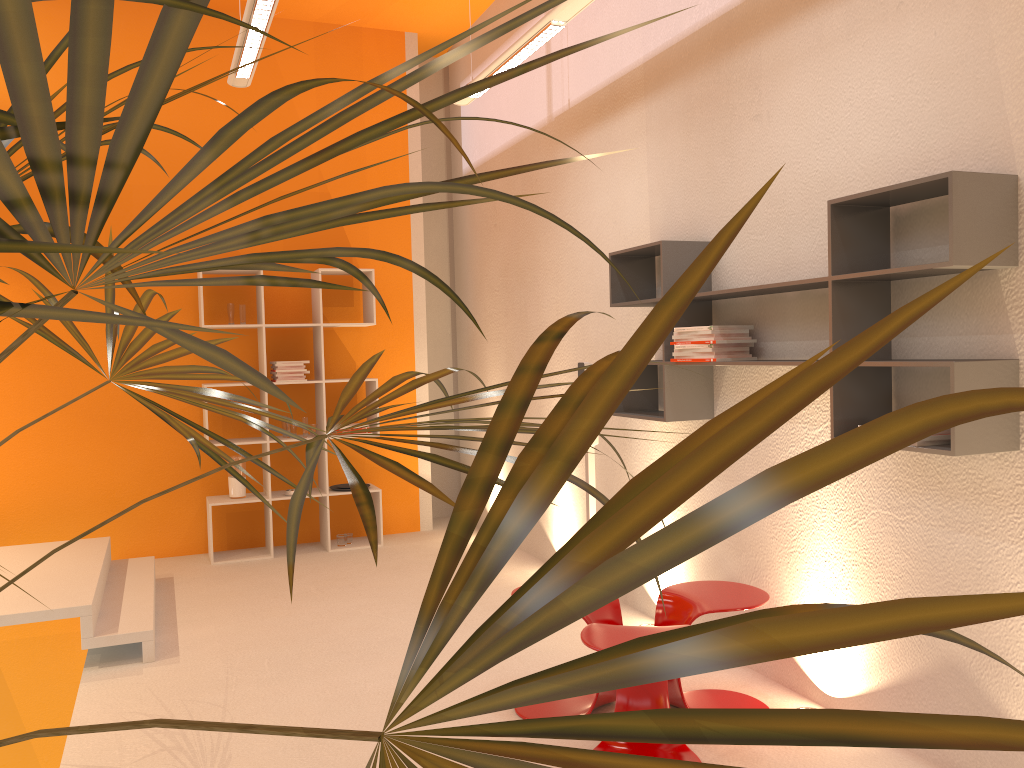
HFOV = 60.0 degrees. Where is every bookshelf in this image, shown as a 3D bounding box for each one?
[{"bbox_3d":[1.215,0.473,2.808,0.322,2.145,3.370,-2,2,-20],"label":"bookshelf"},{"bbox_3d":[-0.426,1.482,5.831,3.516,4.600,1.107,-1,2,26],"label":"bookshelf"}]

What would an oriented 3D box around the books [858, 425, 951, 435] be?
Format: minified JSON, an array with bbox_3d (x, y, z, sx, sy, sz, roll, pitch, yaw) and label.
[{"bbox_3d":[1.244,0.138,2.744,0.230,0.017,0.227,-2,2,-22],"label":"books"}]

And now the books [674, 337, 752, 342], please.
[{"bbox_3d":[0.830,-0.185,3.683,0.190,0.011,0.268,-3,2,-25],"label":"books"}]

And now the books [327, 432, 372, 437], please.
[{"bbox_3d":[-1.178,0.360,6.405,0.296,0.013,0.210,-2,2,-22],"label":"books"}]

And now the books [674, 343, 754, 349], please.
[{"bbox_3d":[0.839,-0.159,3.686,0.230,0.017,0.227,-3,2,-32],"label":"books"}]

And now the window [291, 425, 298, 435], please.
[{"bbox_3d":[-2.263,2.619,5.322,2.294,4.526,1.860,-2,2,-22],"label":"window"}]

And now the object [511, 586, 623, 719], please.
[{"bbox_3d":[0.213,1.027,3.419,0.420,0.450,0.391,0,3,38],"label":"object"}]

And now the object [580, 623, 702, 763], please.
[{"bbox_3d":[0.427,1.039,2.913,0.391,0.450,0.420,-1,2,8],"label":"object"}]

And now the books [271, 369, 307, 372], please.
[{"bbox_3d":[-1.583,-0.096,6.280,0.210,0.013,0.296,-2,2,-22],"label":"books"}]

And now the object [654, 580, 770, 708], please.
[{"bbox_3d":[0.757,1.015,3.341,0.420,0.450,0.391,-2,2,-22],"label":"object"}]

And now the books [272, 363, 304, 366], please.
[{"bbox_3d":[-1.590,-0.136,6.283,0.190,0.015,0.254,-2,2,-20],"label":"books"}]

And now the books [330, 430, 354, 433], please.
[{"bbox_3d":[-1.166,0.334,6.410,0.254,0.015,0.190,-3,2,-26],"label":"books"}]

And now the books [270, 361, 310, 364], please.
[{"bbox_3d":[-1.577,-0.153,6.284,0.230,0.017,0.227,-3,2,-27],"label":"books"}]

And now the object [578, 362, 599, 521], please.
[{"bbox_3d":[0.400,0.543,4.670,0.116,1.317,0.111,-3,2,-25],"label":"object"}]

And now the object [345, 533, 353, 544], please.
[{"bbox_3d":[1.867,2.564,0.699,0.102,2.685,13.193,-3,2,-27],"label":"object"}]

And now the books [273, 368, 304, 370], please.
[{"bbox_3d":[-1.584,-0.108,6.283,0.190,0.011,0.268,-2,2,-20],"label":"books"}]

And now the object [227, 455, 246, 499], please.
[{"bbox_3d":[-1.916,0.649,6.177,0.129,0.291,0.129,-1,2,6],"label":"object"}]

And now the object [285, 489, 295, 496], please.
[{"bbox_3d":[-1.549,0.764,6.255,0.105,0.035,0.106,-1,2,22],"label":"object"}]

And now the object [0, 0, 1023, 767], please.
[{"bbox_3d":[-1.204,0.518,1.268,3.098,2.600,3.241,-2,2,-14],"label":"object"}]

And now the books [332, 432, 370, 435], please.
[{"bbox_3d":[-1.175,0.348,6.405,0.268,0.011,0.190,-2,2,-20],"label":"books"}]

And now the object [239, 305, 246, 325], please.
[{"bbox_3d":[-1.524,2.259,2.844,0.351,5.384,6.779,-2,2,-2],"label":"object"}]

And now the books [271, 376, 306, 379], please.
[{"bbox_3d":[-1.588,-0.050,6.294,0.190,0.015,0.254,-3,2,-26],"label":"books"}]

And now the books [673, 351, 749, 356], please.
[{"bbox_3d":[0.826,-0.127,3.693,0.190,0.015,0.254,-3,2,-31],"label":"books"}]

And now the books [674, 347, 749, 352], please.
[{"bbox_3d":[0.826,-0.142,3.684,0.190,0.015,0.254,-3,2,-25],"label":"books"}]

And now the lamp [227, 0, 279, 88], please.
[{"bbox_3d":[-0.857,-2.038,3.165,0.120,1.052,3.195,-2,2,-22],"label":"lamp"}]

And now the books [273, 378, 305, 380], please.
[{"bbox_3d":[-1.582,-0.037,6.286,0.190,0.011,0.268,-2,2,-20],"label":"books"}]

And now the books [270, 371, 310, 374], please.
[{"bbox_3d":[-1.575,-0.082,6.286,0.230,0.017,0.227,-3,2,-27],"label":"books"}]

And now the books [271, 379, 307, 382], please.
[{"bbox_3d":[-1.581,-0.025,6.282,0.210,0.013,0.296,-2,2,-22],"label":"books"}]

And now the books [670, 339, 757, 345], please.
[{"bbox_3d":[0.832,-0.173,3.679,0.210,0.013,0.297,-3,2,-27],"label":"books"}]

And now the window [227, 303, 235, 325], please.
[{"bbox_3d":[-1.359,2.283,1.857,0.481,5.399,8.922,-2,2,-9],"label":"window"}]

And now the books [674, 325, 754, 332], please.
[{"bbox_3d":[0.837,-0.230,3.684,0.230,0.017,0.227,-3,2,-32],"label":"books"}]

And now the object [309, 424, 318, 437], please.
[{"bbox_3d":[0.758,2.094,3.236,0.190,3.502,7.694,-3,2,-33],"label":"object"}]

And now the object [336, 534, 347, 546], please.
[{"bbox_3d":[1.361,2.531,1.910,0.129,2.692,10.507,-3,2,-29],"label":"object"}]

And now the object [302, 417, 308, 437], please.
[{"bbox_3d":[-1.548,2.676,2.673,0.870,4.604,7.392,-1,2,9],"label":"object"}]

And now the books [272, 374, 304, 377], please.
[{"bbox_3d":[-1.588,-0.065,6.285,0.190,0.015,0.254,-2,2,-20],"label":"books"}]

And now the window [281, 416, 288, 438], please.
[{"bbox_3d":[-2.387,2.618,4.429,0.993,4.599,4.234,-1,2,10],"label":"window"}]

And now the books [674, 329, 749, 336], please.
[{"bbox_3d":[0.824,-0.213,3.682,0.190,0.015,0.254,-3,2,-25],"label":"books"}]

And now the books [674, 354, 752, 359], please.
[{"bbox_3d":[0.832,-0.114,3.685,0.190,0.011,0.268,-3,2,-25],"label":"books"}]

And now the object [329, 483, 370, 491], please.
[{"bbox_3d":[-1.180,0.754,6.462,0.294,0.020,0.294,-1,2,18],"label":"object"}]

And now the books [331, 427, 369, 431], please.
[{"bbox_3d":[-1.175,0.319,6.409,0.254,0.015,0.190,-2,2,-20],"label":"books"}]

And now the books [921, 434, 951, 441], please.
[{"bbox_3d":[1.231,0.155,2.744,0.190,0.015,0.254,-2,2,-15],"label":"books"}]

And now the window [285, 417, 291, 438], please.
[{"bbox_3d":[-1.866,1.059,2.955,0.908,1.393,6.719,-2,2,-2],"label":"window"}]

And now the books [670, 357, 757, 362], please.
[{"bbox_3d":[0.833,-0.102,3.682,0.210,0.013,0.297,-3,2,-27],"label":"books"}]

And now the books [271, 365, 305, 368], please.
[{"bbox_3d":[-1.590,-0.122,6.291,0.190,0.015,0.254,-3,2,-26],"label":"books"}]

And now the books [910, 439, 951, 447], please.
[{"bbox_3d":[1.232,0.169,2.753,0.190,0.015,0.254,-2,2,-21],"label":"books"}]

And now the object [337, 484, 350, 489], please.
[{"bbox_3d":[-1.185,0.752,6.464,0.178,0.020,0.178,-2,2,-5],"label":"object"}]

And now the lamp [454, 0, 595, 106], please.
[{"bbox_3d":[0.284,-2.086,3.620,0.120,1.052,3.195,-2,2,-22],"label":"lamp"}]

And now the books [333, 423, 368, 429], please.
[{"bbox_3d":[-1.174,0.303,6.395,0.227,0.017,0.230,-3,2,-27],"label":"books"}]

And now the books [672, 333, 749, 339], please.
[{"bbox_3d":[0.824,-0.199,3.690,0.190,0.015,0.254,-3,2,-31],"label":"books"}]
